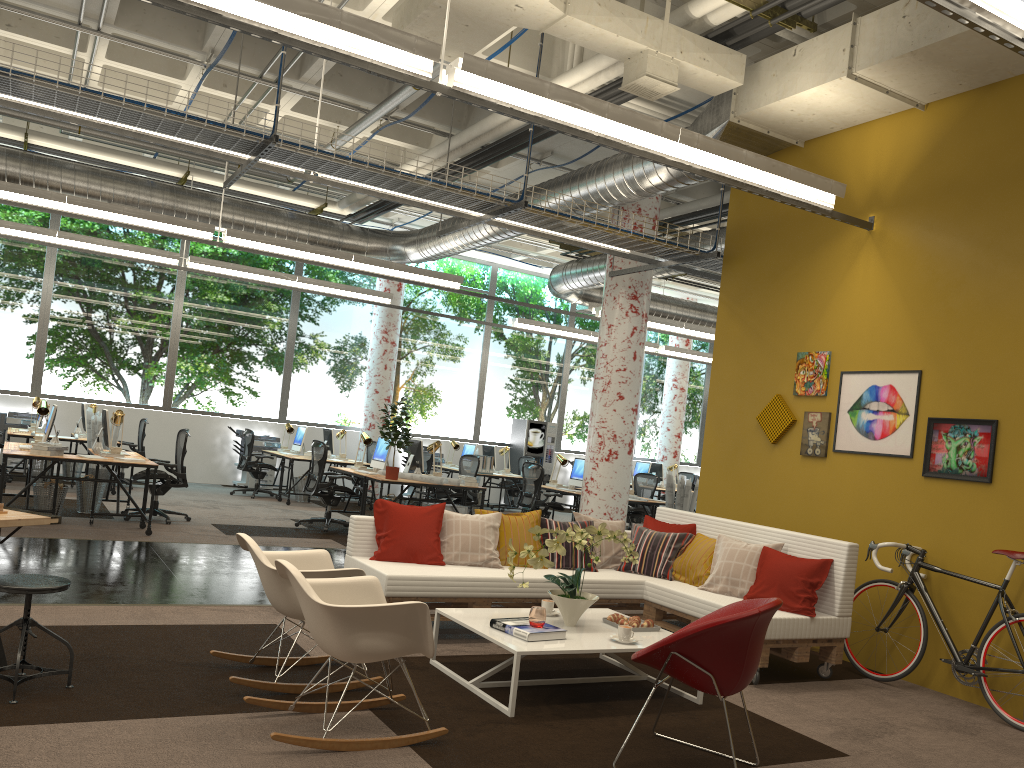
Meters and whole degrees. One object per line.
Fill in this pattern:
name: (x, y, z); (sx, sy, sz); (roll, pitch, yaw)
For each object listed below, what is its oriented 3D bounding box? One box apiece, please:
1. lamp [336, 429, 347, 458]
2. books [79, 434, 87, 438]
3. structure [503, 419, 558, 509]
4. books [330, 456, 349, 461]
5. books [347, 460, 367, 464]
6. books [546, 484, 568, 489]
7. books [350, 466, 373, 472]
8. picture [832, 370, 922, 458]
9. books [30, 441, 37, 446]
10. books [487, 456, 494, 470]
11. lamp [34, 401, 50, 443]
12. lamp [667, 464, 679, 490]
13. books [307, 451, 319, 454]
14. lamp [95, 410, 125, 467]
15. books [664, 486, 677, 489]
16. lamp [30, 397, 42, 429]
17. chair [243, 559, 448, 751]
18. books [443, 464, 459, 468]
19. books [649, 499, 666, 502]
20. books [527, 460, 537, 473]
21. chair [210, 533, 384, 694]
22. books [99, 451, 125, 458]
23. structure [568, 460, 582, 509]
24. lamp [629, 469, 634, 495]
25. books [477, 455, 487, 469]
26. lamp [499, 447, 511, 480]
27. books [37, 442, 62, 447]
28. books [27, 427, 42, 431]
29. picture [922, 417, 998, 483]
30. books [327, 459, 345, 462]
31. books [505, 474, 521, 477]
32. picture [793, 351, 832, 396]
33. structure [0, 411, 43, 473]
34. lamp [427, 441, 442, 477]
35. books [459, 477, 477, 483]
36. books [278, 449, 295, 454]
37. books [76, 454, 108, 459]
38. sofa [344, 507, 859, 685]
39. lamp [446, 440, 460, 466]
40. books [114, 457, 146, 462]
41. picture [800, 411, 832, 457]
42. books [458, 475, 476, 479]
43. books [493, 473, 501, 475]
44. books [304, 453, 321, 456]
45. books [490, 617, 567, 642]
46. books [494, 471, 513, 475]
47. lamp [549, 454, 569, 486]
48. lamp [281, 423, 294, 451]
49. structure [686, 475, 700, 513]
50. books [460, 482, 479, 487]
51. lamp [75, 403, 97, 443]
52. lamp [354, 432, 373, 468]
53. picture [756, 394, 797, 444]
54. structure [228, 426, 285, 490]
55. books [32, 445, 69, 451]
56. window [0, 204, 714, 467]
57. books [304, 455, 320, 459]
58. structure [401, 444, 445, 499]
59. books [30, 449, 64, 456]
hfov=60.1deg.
lamp: (-2.832, 1.053, 14.639); (0.209, 0.610, 0.528); (6, -2, -9)
books: (-6.141, 0.757, 12.818); (0.226, 0.038, 0.308); (8, -4, -29)
structure: (0.395, 1.676, 18.598); (0.752, 1.809, 0.637); (7, -1, -29)
books: (-2.863, 1.233, 14.672); (0.226, 0.038, 0.308); (8, -4, -29)
books: (-2.495, 1.256, 14.257); (0.200, 0.024, 0.236); (4, -4, 34)
books: (0.682, 1.544, 13.400); (0.226, 0.038, 0.308); (8, -4, -29)
books: (-1.997, 1.129, 11.806); (0.226, 0.038, 0.308); (8, -4, -29)
picture: (2.718, 0.216, 6.626); (0.018, 0.632, 0.705); (7, -2, -29)
books: (-5.268, 0.674, 9.924); (0.226, 0.038, 0.308); (8, -4, -29)
books: (-0.411, 1.410, 15.389); (0.068, 0.310, 0.233); (7, -2, -29)
lamp: (-5.265, 0.495, 9.959); (0.219, 0.610, 0.528); (6, -2, -9)
lamp: (3.331, 1.947, 18.124); (0.219, 0.610, 0.528); (6, -2, -9)
books: (-3.124, 1.072, 13.890); (0.153, 0.030, 0.185); (6, -3, -1)
lamp: (-4.257, 0.575, 9.469); (0.219, 0.610, 0.528); (6, -2, -9)
books: (3.295, 2.127, 18.157); (0.226, 0.038, 0.308); (8, -4, -29)
lamp: (-7.107, 0.498, 13.277); (0.209, 0.610, 0.528); (6, -2, -9)
chair: (-0.717, 1.182, 3.983); (0.796, 0.753, 0.613); (7, -2, -29)
books: (-1.133, 1.544, 16.626); (0.226, 0.038, 0.308); (8, -4, -29)
books: (2.067, 1.659, 12.611); (0.243, 0.019, 0.206); (6, -4, 8)
books: (0.337, 1.518, 15.812); (0.068, 0.310, 0.233); (7, -2, -29)
chair: (-1.105, 1.183, 4.675); (0.796, 0.753, 0.613); (7, -2, -29)
books: (-4.293, 0.755, 9.501); (0.226, 0.038, 0.308); (8, -4, -29)
structure: (1.690, 2.244, 19.352); (1.061, 1.057, 0.502); (7, -1, -29)
lamp: (1.688, 1.445, 12.944); (0.209, 0.610, 0.528); (6, -2, -9)
books: (-0.539, 1.391, 15.317); (0.068, 0.310, 0.233); (7, -2, -29)
lamp: (-0.122, 1.446, 16.171); (0.219, 0.610, 0.528); (6, -2, -9)
books: (-4.554, 0.594, 8.719); (0.153, 0.030, 0.185); (6, -3, -1)
books: (-7.116, 0.676, 13.240); (0.226, 0.038, 0.308); (8, -4, -29)
picture: (3.042, 0.444, 6.015); (0.042, 0.418, 0.502); (7, -2, -29)
books: (-2.815, 1.216, 14.125); (0.243, 0.019, 0.206); (4, -4, 38)
books: (0.020, 1.621, 15.680); (0.200, 0.024, 0.236); (4, -4, 34)
picture: (2.433, -0.083, 7.184); (0.027, 0.355, 0.330); (7, -2, -29)
structure: (-7.843, 0.860, 13.955); (1.061, 1.057, 0.502); (7, -1, -29)
lamp: (-0.990, 1.029, 11.350); (0.209, 0.610, 0.528); (6, -2, -9)
books: (-0.548, 1.185, 10.980); (0.193, 0.044, 0.257); (7, -4, -12)
books: (-3.838, 1.152, 15.095); (0.226, 0.038, 0.308); (8, -4, -29)
books: (-4.245, 0.738, 8.954); (0.243, 0.019, 0.206); (4, -4, 38)
sofa: (0.550, 1.345, 6.063); (2.863, 0.930, 2.015); (8, -3, -29)
lamp: (-1.124, 1.366, 16.662); (0.209, 0.610, 0.528); (6, -2, -9)
books: (-3.925, 0.778, 9.086); (0.200, 0.024, 0.236); (4, -4, 34)
picture: (2.430, 0.401, 7.089); (0.027, 0.355, 0.252); (7, -1, -29)
books: (-0.559, 1.152, 10.974); (0.153, 0.030, 0.184); (8, -4, -31)
books: (-0.300, 1.581, 15.548); (0.243, 0.019, 0.206); (4, -4, 38)
books: (-3.112, 1.105, 13.889); (0.192, 0.044, 0.258); (5, -4, 18)
books: (0.088, 1.345, 4.861); (0.280, 0.048, 0.333); (9, -4, -38)
books: (-0.157, 1.626, 16.203); (0.226, 0.038, 0.308); (8, -4, -29)
lamp: (0.690, 1.366, 13.436); (0.209, 0.610, 0.528); (6, -2, -9)
lamp: (-3.835, 0.973, 15.130); (0.219, 0.610, 0.528); (6, -2, -9)
structure: (4.503, 2.652, 20.944); (1.061, 1.057, 0.502); (7, -1, -29)
books: (-0.566, 1.229, 10.956); (0.201, 0.050, 0.271); (8, -4, -32)
lamp: (-6.110, 0.577, 12.785); (0.209, 0.610, 0.528); (6, -2, -9)
lamp: (-1.993, 0.950, 11.842); (0.219, 0.610, 0.528); (6, -2, -9)
picture: (2.223, 0.295, 7.458); (0.048, 0.424, 0.424); (7, -2, -29)
structure: (-4.566, 1.336, 15.810); (1.061, 1.057, 0.502); (7, -1, -29)
books: (-4.542, 0.627, 8.718); (0.192, 0.044, 0.258); (5, -4, 18)
window: (-1.431, -0.761, 17.842); (26.273, 3.761, 0.050); (8, -1, -29)
books: (-3.140, 1.148, 13.874); (0.200, 0.050, 0.272); (6, -3, -2)
structure: (-1.762, 1.743, 17.399); (1.061, 1.057, 0.502); (7, -1, -29)
books: (-4.570, 0.670, 8.703); (0.200, 0.050, 0.272); (6, -3, -2)
